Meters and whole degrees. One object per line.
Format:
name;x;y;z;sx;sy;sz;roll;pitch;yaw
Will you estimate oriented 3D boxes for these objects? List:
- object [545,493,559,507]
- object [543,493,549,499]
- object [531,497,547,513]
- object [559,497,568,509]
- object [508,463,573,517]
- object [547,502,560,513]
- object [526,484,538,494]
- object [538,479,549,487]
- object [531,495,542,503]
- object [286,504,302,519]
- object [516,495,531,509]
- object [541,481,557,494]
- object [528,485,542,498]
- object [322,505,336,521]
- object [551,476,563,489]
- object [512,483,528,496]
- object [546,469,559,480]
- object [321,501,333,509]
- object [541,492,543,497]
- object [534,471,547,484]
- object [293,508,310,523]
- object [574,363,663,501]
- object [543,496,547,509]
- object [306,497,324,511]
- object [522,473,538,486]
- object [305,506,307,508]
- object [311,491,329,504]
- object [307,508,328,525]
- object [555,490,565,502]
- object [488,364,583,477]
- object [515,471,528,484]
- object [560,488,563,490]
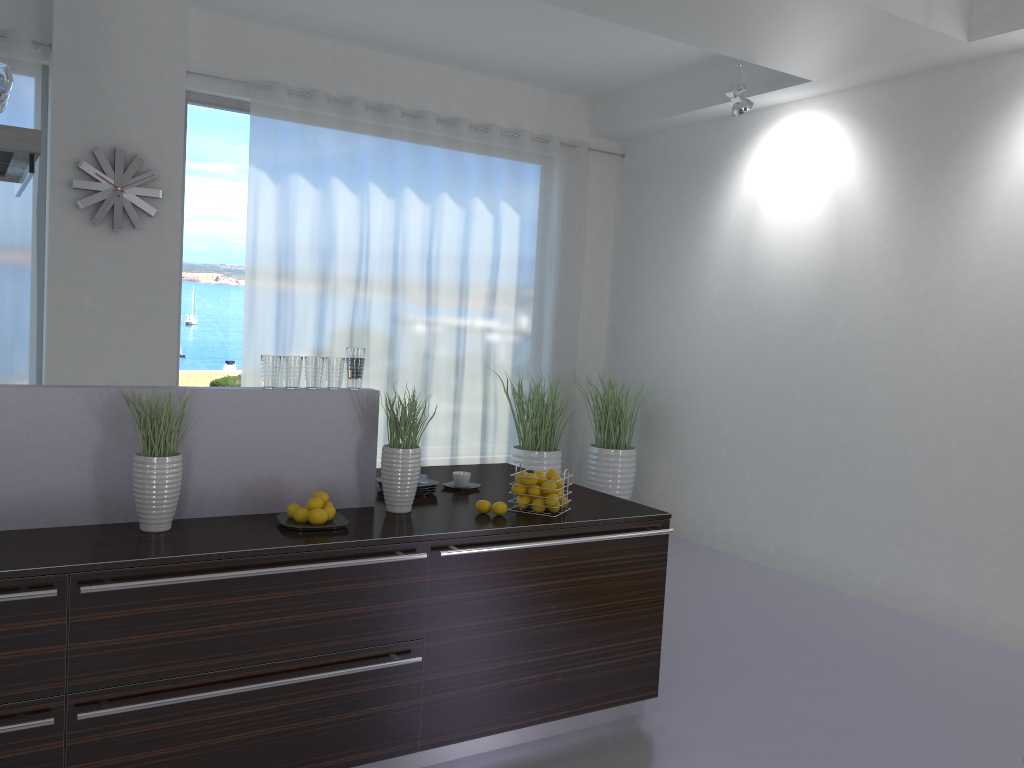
object;0.154;0.449;3.420;0.052;0.054;0.061;6;5;35
object;0.148;0.433;3.488;0.051;0.053;0.062;2;4;-24
object;0.105;0.471;3.451;0.064;0.063;0.074;2;4;-12
object;0.199;0.472;3.540;0.053;0.052;0.062;4;4;7
object;0.116;0.411;3.503;0.207;0.174;0.189;5;4;23
object;0.162;0.475;3.461;0.051;0.053;0.063;2;4;-24
object;0.074;0.411;3.505;0.064;0.053;0.051;1;4;-29
object;0.125;0.398;3.536;0.055;0.051;0.061;0;5;-38
object;0.101;0.462;3.493;0.057;0.060;0.052;1;4;-26
object;-0.751;0.442;3.072;0.061;0.054;0.052;4;4;15
object;0.046;0.461;3.463;0.060;0.057;0.052;1;4;-30
object;0.143;0.401;3.439;0.061;0.052;0.053;2;4;-19
object;0.089;0.419;3.451;0.052;0.053;0.062;5;4;30
object;-0.640;0.449;3.072;0.052;0.054;0.061;6;5;35
object;0.178;0.388;3.486;0.051;0.053;0.063;2;4;-19
object;0.030;0.412;3.467;0.063;0.051;0.053;5;4;27
object;0.162;0.369;3.550;0.050;0.060;0.059;1;4;-32
object;-0.656;0.440;3.127;0.051;0.053;0.063;4;4;8
object;0.117;0.443;3.572;0.052;0.053;0.062;4;4;5
object;0.109;0.368;3.495;0.051;0.053;0.063;1;4;-31
object;-0.715;0.451;3.030;0.063;0.051;0.053;1;4;-28
object;0.750;0.487;7.097;0.713;1.334;0.656;7;5;42
object;0.139;0.471;3.539;0.050;0.055;0.061;4;4;13
object;-0.677;0.413;3.050;0.061;0.047;0.053;1;4;-29
object;0.071;0.373;3.449;0.063;0.051;0.053;4;4;15
object;-0.695;0.445;3.092;0.057;0.060;0.071;1;4;-31
object;-0.671;0.400;3.102;0.063;0.048;0.053;5;4;24
object;-0.659;0.451;3.010;0.070;0.058;0.060;1;4;-33
object;0.178;0.439;3.484;0.051;0.055;0.061;6;5;37
object;0.207;0.482;6.719;0.713;1.334;0.656;1;4;-32
object;0.041;0.372;3.492;0.052;0.060;0.057;0;5;-44
object;0.176;0.420;3.542;0.053;0.054;0.061;4;4;14
